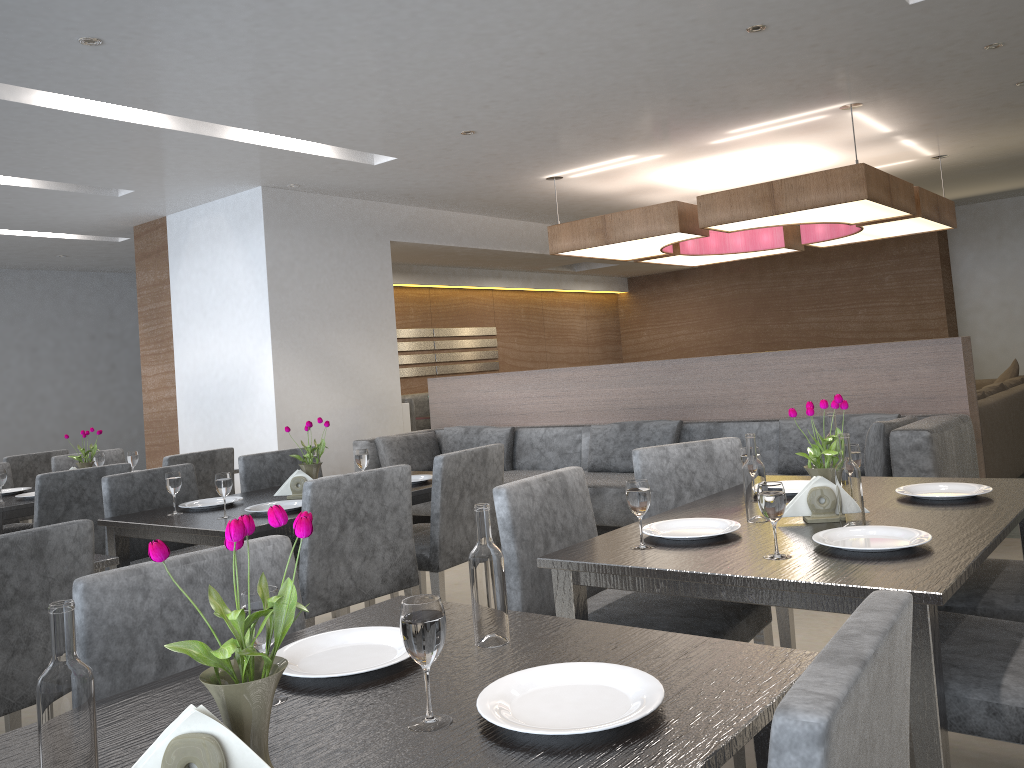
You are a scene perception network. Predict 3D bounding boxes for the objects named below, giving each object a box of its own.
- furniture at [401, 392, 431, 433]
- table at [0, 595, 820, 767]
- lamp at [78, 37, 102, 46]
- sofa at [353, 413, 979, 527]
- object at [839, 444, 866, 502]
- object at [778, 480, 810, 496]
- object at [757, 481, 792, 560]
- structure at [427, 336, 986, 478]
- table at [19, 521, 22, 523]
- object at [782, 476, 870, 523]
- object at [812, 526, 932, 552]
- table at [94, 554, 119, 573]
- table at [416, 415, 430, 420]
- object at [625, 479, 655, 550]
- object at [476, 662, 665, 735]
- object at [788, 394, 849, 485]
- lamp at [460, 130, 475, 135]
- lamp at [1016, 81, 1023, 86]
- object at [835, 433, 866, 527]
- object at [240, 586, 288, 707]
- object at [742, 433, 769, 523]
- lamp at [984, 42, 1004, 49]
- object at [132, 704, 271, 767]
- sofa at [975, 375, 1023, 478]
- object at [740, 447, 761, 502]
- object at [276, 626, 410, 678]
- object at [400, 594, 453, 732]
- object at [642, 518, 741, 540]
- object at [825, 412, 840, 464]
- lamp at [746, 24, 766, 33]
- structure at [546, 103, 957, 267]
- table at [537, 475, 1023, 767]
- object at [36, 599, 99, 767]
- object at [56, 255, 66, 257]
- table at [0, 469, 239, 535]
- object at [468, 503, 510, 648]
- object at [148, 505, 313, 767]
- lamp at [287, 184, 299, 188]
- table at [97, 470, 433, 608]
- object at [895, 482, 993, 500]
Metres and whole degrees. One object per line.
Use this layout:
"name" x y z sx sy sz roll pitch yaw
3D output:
"furniture" 1.530 0.328 8.984 4.239 0.856 5.657 -4 1 38
"table" -0.243 0.719 0.885 0.774 0.637 1.191 -5 0 38
"lamp" -1.726 -1.400 3.613 0.089 0.007 0.089 -5 1 -7
"sofa" 0.620 0.580 5.298 3.783 0.630 0.837 -4 0 38
"object" 0.843 0.220 2.195 0.053 0.140 0.053 -4 -3 -4
"object" 0.759 0.286 2.410 0.216 0.015 0.217 -4 1 19
"object" 0.495 0.257 1.673 0.053 0.140 0.053 -4 -3 -4
"structure" 0.924 0.355 5.722 3.758 1.012 0.224 -4 -2 38
"table" -3.353 0.894 5.288 0.774 0.637 1.191 -5 0 38
"object" 0.696 0.256 1.989 0.203 0.100 0.070 -5 -2 8
"object" 0.696 0.303 1.713 0.216 0.015 0.217 -4 1 19
"table" -1.643 0.812 1.995 0.774 0.637 1.191 -5 0 38
"table" -0.583 0.611 8.233 0.504 0.657 0.506 -6 -2 38
"object" 0.268 0.273 1.853 0.053 0.140 0.053 -4 -3 -4
"object" 0.067 0.365 1.020 0.216 0.015 0.217 -4 1 16
"object" 0.725 0.164 2.048 0.103 0.277 0.155 -7 -3 36
"lamp" -0.274 -1.548 5.445 0.089 0.007 0.089 -5 1 -7
"lamp" 3.093 -1.816 5.337 0.089 0.007 0.089 -5 1 -7
"object" 0.715 0.206 1.877 0.052 0.202 0.051 -4 -3 -9
"object" -0.315 0.332 1.121 0.053 0.140 0.053 -4 -3 -4
"object" 0.560 0.216 2.042 0.052 0.202 0.051 -4 -3 -9
"lamp" 2.505 -1.757 4.595 0.089 0.007 0.089 -5 1 -7
"object" -0.296 0.355 0.838 0.203 0.100 0.070 -5 -2 8
"sofa" 2.013 0.414 7.050 3.751 0.678 3.185 -4 1 38
"object" 0.626 0.236 2.305 0.053 0.140 0.053 -4 -3 -4
"object" -0.233 0.385 1.258 0.216 0.015 0.217 -4 1 16
"object" -0.099 0.316 1.010 0.053 0.140 0.053 -4 -3 -4
"object" 0.395 0.323 1.951 0.216 0.015 0.217 -4 1 19
"object" 0.906 0.181 2.479 0.052 0.202 0.051 -4 -3 -9
"lamp" 1.124 -1.637 4.071 0.089 0.007 0.089 -5 1 -7
"structure" 1.974 -1.462 7.158 2.432 0.621 2.451 -4 1 38
"table" 0.748 0.620 2.036 0.774 0.637 1.191 -5 0 38
"object" -0.437 0.316 0.868 0.052 0.202 0.051 -5 -3 3
"object" -4.473 -1.267 8.775 0.089 0.007 0.089 -5 1 -7
"table" -2.019 0.805 4.231 0.774 0.637 1.191 -5 0 38
"object" -0.036 0.277 1.291 0.052 0.202 0.051 -5 -3 3
"object" -0.267 0.263 0.897 0.103 0.277 0.155 -7 -3 36
"lamp" -1.614 -1.458 6.508 0.089 0.007 0.089 -5 1 -7
"table" -0.700 0.716 3.184 0.774 0.637 1.191 -5 0 38
"object" 1.059 0.266 2.171 0.216 0.015 0.217 -4 1 19
